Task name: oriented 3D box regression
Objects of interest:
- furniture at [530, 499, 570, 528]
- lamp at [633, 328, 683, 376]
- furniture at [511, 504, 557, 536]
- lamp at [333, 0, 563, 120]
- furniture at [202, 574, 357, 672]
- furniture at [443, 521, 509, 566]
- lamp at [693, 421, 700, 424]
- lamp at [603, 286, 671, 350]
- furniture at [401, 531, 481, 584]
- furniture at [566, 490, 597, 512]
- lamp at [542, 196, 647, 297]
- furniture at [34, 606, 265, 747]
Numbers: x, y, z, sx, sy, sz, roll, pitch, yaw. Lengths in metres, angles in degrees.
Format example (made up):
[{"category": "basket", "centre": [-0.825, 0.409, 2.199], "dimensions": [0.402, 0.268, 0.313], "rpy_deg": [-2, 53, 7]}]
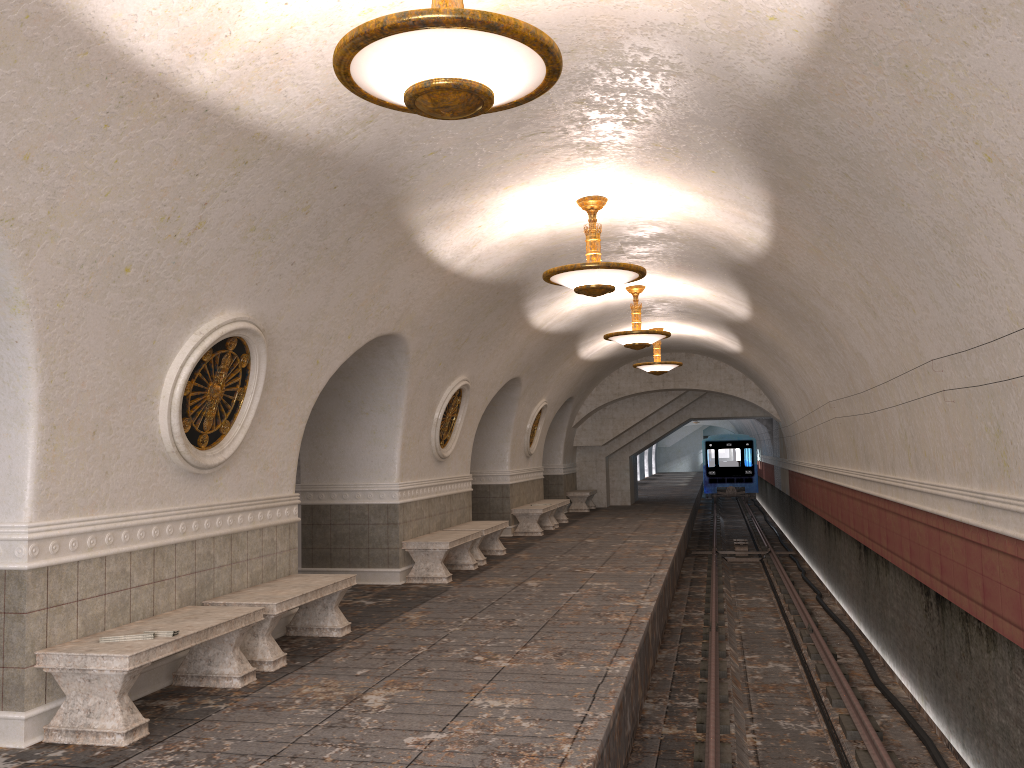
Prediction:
[{"category": "furniture", "centre": [0.824, 2.760, 18.937], "dimensions": [0.613, 0.508, 1.509], "rpy_deg": [-2, -5, 13]}, {"category": "lamp", "centre": [2.951, -0.643, 18.030], "dimensions": [1.008, 0.955, 1.008], "rpy_deg": [1, -5, -31]}, {"category": "furniture", "centre": [0.448, 2.642, 17.302], "dimensions": [0.613, 0.508, 1.509], "rpy_deg": [-2, -5, 13]}, {"category": "lamp", "centre": [-0.286, -1.655, 3.945], "dimensions": [1.008, 0.955, 1.008], "rpy_deg": [-1, -4, -3]}, {"category": "furniture", "centre": [-1.853, 1.923, 7.286], "dimensions": [0.613, 0.508, 1.509], "rpy_deg": [-2, -5, 13]}, {"category": "furniture", "centre": [-0.508, 2.343, 13.140], "dimensions": [0.613, 0.508, 1.509], "rpy_deg": [-2, -5, 13]}, {"category": "lamp", "centre": [11.161, 1.924, 53.757], "dimensions": [1.008, 0.955, 1.008], "rpy_deg": [-1, -4, -1]}, {"category": "lamp", "centre": [1.872, -0.980, 13.334], "dimensions": [1.008, 0.955, 1.008], "rpy_deg": [-4, -5, 29]}, {"category": "furniture", "centre": [-0.884, 2.226, 11.505], "dimensions": [0.613, 0.508, 1.509], "rpy_deg": [-2, -5, 13]}, {"category": "furniture", "centre": [1.856, 3.082, 23.429], "dimensions": [0.613, 0.508, 1.509], "rpy_deg": [-2, -5, 13]}, {"category": "lamp", "centre": [0.793, -1.318, 8.640], "dimensions": [1.008, 0.955, 1.008], "rpy_deg": [-4, -5, 29]}, {"category": "furniture", "centre": [-2.229, 1.805, 5.652], "dimensions": [0.613, 0.508, 1.509], "rpy_deg": [-2, -5, 13]}]
